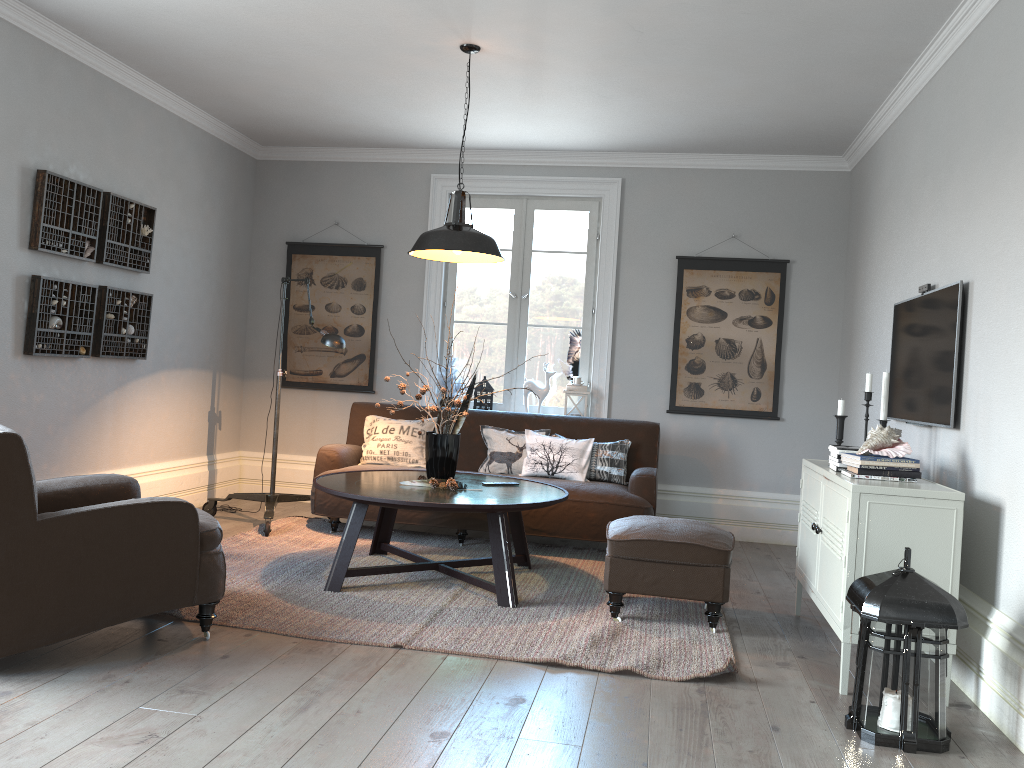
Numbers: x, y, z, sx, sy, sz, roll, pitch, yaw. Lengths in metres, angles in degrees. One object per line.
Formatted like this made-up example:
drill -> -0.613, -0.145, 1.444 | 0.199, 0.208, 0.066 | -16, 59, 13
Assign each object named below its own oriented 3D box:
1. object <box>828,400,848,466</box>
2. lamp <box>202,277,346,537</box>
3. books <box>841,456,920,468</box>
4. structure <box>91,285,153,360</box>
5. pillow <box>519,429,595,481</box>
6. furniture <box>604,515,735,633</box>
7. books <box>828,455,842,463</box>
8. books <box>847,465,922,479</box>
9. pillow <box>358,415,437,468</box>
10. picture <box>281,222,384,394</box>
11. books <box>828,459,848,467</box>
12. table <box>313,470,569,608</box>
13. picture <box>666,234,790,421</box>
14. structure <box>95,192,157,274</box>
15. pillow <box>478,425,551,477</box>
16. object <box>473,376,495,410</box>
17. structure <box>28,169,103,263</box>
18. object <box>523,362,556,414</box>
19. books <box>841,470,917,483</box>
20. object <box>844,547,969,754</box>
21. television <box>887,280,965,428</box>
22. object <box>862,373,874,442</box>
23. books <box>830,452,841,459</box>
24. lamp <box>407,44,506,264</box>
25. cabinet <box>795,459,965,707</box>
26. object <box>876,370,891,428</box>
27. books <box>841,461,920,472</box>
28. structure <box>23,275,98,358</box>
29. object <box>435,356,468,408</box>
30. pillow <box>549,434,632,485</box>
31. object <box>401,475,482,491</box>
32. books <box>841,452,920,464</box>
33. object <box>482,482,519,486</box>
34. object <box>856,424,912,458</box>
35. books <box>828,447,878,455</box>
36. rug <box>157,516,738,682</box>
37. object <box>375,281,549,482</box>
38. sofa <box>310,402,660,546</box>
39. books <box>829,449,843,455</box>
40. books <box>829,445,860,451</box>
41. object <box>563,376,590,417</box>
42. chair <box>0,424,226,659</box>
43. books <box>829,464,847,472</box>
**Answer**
object -> 1.467, 0.218, 3.969 | 0.083, 0.311, 0.083 | 3, 0, -13
lamp -> -1.586, 0.108, 6.054 | 0.797, 1.644, 1.864 | 3, 0, -43
books -> 1.453, 0.309, 3.509 | 0.235, 0.017, 0.184 | 3, 0, -3
structure -> -2.334, -0.360, 5.337 | 0.086, 0.416, 0.468 | 4, 0, 10
pillow -> 0.285, 0.462, 5.688 | 0.471, 0.309, 0.188 | 4, 0, 10
furniture -> 0.722, 0.855, 4.112 | 0.583, 0.440, 0.574 | 4, 0, 10
books -> 1.499, 0.327, 3.748 | 0.271, 0.016, 0.222 | 4, 1, 10
books -> 1.469, 0.346, 3.513 | 0.238, 0.027, 0.175 | 4, 0, 6
pillow -> -0.777, 0.391, 5.987 | 0.519, 0.368, 0.240 | 4, 0, 10
picture -> -1.395, -0.604, 6.842 | 0.793, 1.313, 0.057 | 4, 0, 10
books -> 1.488, 0.342, 3.741 | 0.253, 0.016, 0.200 | 4, 0, 8
table -> -0.374, 0.769, 4.558 | 1.300, 0.503, 1.300 | 3, 0, 3
picture -> 1.543, -0.421, 6.337 | 0.793, 1.313, 0.057 | 4, 0, 10
structure -> -2.296, -0.895, 5.314 | 0.105, 0.416, 0.468 | 4, 0, 10
pillow -> 0.009, 0.453, 5.811 | 0.472, 0.347, 0.159 | 4, 0, 7
object -> -0.209, 0.083, 6.585 | 0.155, 0.284, 0.155 | 3, 0, 0
structure -> -2.410, -0.896, 4.790 | 0.099, 0.416, 0.468 | 4, 0, 10
object -> 0.197, 0.046, 6.435 | 0.239, 0.410, 0.128 | 4, 0, 6
books -> 1.453, 0.365, 3.523 | 0.243, 0.014, 0.196 | 4, 1, 10
object -> 1.254, 0.823, 2.847 | 0.323, 0.599, 0.323 | 4, 0, 10
television -> 1.923, -0.135, 4.150 | 0.041, 0.657, 1.063 | 3, 0, 10
object -> 1.548, 0.162, 3.871 | 0.092, 0.431, 0.092 | 3, 0, -31
books -> 1.490, 0.309, 3.746 | 0.251, 0.019, 0.200 | 4, 1, 12
lamp -> -0.252, -1.188, 4.552 | 0.504, 1.076, 0.504 | 3, 0, -33
cabinet -> 1.468, 0.749, 3.717 | 0.408, 0.757, 1.152 | 4, 0, 10
object -> 1.642, 0.156, 3.920 | 0.066, 0.457, 0.066 | 3, 0, -23
books -> 1.457, 0.324, 3.515 | 0.235, 0.014, 0.184 | 3, 0, -1
structure -> -2.427, -0.354, 4.795 | 0.086, 0.416, 0.468 | 4, 0, 10
object -> -0.473, -0.004, 6.623 | 0.247, 0.424, 0.263 | 3, 0, -45
pillow -> 0.500, 0.487, 5.764 | 0.542, 0.288, 0.183 | 4, 0, 11
object -> -0.357, 0.495, 4.465 | 0.404, 0.067, 0.153 | 4, 1, 27
books -> 1.455, 0.293, 3.514 | 0.235, 0.014, 0.184 | 3, 0, -3
object -> -0.060, 0.532, 4.733 | 0.207, 0.011, 0.051 | 3, 1, -30
object -> 1.465, 0.224, 3.521 | 0.194, 0.127, 0.192 | 3, 0, 3
books -> 1.491, 0.285, 3.744 | 0.260, 0.010, 0.196 | 4, 0, 8
rug -> -0.351, 0.966, 4.589 | 2.819, 0.090, 2.400 | 4, 1, 10
object -> -0.234, -0.004, 4.475 | 0.853, 1.066, 0.525 | 3, 0, -19
sofa -> -0.149, 0.600, 5.768 | 2.165, 0.824, 0.968 | 4, 0, 10
books -> 1.495, 0.295, 3.743 | 0.265, 0.010, 0.196 | 4, 1, 10
books -> 1.495, 0.276, 3.751 | 0.263, 0.008, 0.212 | 4, 1, 11
object -> 0.466, 0.106, 6.447 | 0.193, 0.322, 0.193 | 3, 0, 4
chair -> -1.626, 0.545, 3.390 | 0.970, 0.795, 0.807 | 3, 0, -39
books -> 1.497, 0.362, 3.746 | 0.271, 0.022, 0.200 | 4, 1, 12
